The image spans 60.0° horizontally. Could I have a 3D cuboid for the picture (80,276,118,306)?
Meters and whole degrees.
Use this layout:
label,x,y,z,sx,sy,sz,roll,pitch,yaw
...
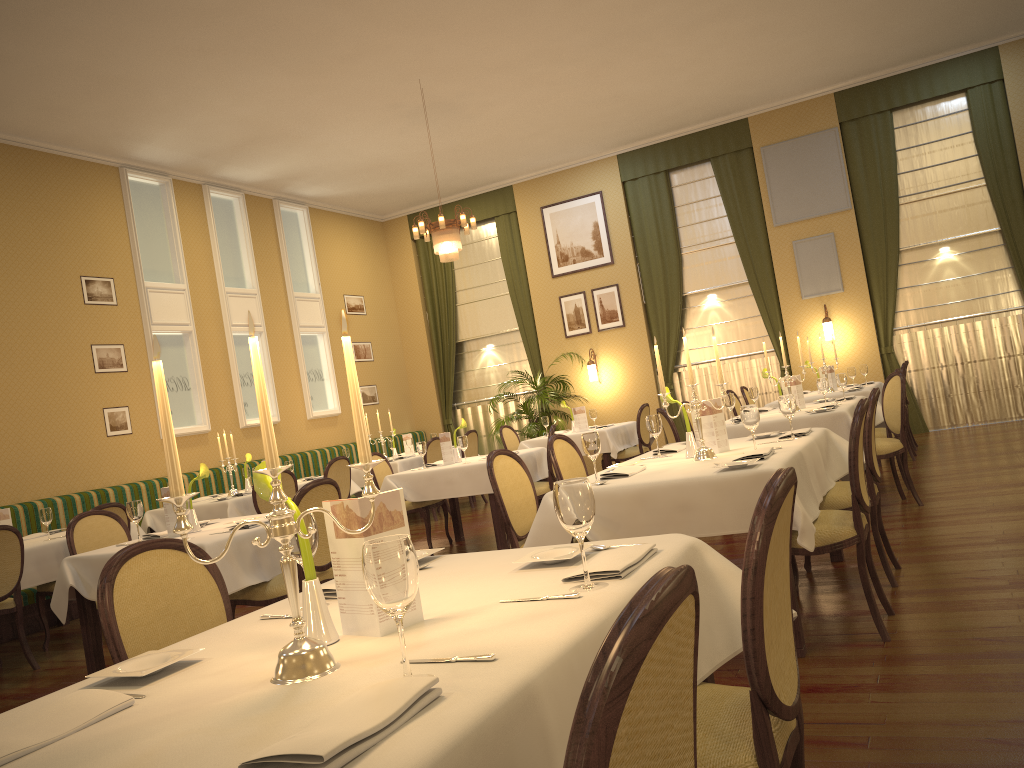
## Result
label,x,y,z,sx,sy,sz,roll,pitch,yaw
picture,-4.246,-0.957,9.125,0.008,0.294,0.401,-10,-2,26

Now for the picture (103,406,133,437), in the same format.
label,x,y,z,sx,sy,sz,roll,pitch,yaw
picture,-4.032,0.381,9.074,0.008,0.294,0.313,-10,-2,26

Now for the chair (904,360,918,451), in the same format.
label,x,y,z,sx,sy,sz,roll,pitch,yaw
chair,4.084,0.260,9.641,0.571,0.955,0.530,-10,-2,26

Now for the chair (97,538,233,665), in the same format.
label,x,y,z,sx,sy,sz,roll,pitch,yaw
chair,-0.721,0.872,2.389,0.571,0.955,0.530,-10,-2,26

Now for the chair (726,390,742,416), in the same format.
label,x,y,z,sx,sy,sz,roll,pitch,yaw
chair,2.672,0.491,9.525,0.571,0.955,0.530,-10,-2,26

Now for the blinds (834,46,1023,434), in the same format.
label,x,y,z,sx,sy,sz,roll,pitch,yaw
blinds,5.260,-1.723,10.810,1.876,4.537,0.129,-10,-2,26

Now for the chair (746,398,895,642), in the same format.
label,x,y,z,sx,sy,sz,roll,pitch,yaw
chair,1.294,0.573,3.772,0.571,0.955,0.530,-10,-2,26

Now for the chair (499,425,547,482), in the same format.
label,x,y,z,sx,sy,sz,roll,pitch,yaw
chair,0.222,0.920,10.425,0.571,0.955,0.530,-10,-2,26

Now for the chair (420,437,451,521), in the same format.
label,x,y,z,sx,sy,sz,roll,pitch,yaw
chair,-1.061,1.134,10.460,0.571,0.955,0.530,-10,-2,26

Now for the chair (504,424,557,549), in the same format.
label,x,y,z,sx,sy,sz,roll,pitch,yaw
chair,0.161,0.854,7.436,0.571,0.955,0.530,-10,-1,6

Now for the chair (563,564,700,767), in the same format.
label,x,y,z,sx,sy,sz,roll,pitch,yaw
chair,-0.001,0.718,1.048,0.571,0.955,0.530,-10,-2,26

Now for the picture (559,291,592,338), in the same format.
label,x,y,z,sx,sy,sz,roll,pitch,yaw
picture,0.915,-1.002,12.852,0.412,0.619,0.022,-10,-2,26

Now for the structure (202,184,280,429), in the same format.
label,x,y,z,sx,sy,sz,roll,pitch,yaw
structure,-3.373,-0.950,10.965,0.200,2.985,0.661,-10,-2,26

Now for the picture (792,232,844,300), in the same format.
label,x,y,z,sx,sy,sz,roll,pitch,yaw
picture,3.927,-1.510,11.387,0.512,0.769,0.027,-10,-2,26

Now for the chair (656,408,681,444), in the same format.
label,x,y,z,sx,sy,sz,roll,pitch,yaw
chair,1.525,0.620,7.137,0.571,0.955,0.530,-9,-1,1

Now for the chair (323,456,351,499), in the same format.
label,x,y,z,sx,sy,sz,roll,pitch,yaw
chair,-1.856,1.223,8.785,0.571,0.955,0.530,-10,-2,26

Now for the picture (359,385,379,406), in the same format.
label,x,y,z,sx,sy,sz,roll,pitch,yaw
picture,-2.111,0.166,13.115,0.008,0.294,0.437,-10,-2,26

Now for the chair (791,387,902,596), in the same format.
label,x,y,z,sx,sy,sz,roll,pitch,yaw
chair,1.655,0.533,4.532,0.571,0.955,0.530,-10,-2,26

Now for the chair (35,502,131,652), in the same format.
label,x,y,z,sx,sy,sz,roll,pitch,yaw
chair,-3.018,1.353,6.340,0.571,0.955,0.530,-10,-2,26

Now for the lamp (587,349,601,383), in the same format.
label,x,y,z,sx,sy,sz,roll,pitch,yaw
lamp,1.148,-0.250,12.611,0.114,0.513,0.323,-10,-1,15

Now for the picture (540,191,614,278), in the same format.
label,x,y,z,sx,sy,sz,roll,pitch,yaw
picture,0.929,-2.146,12.780,0.966,1.057,0.027,-10,-2,26

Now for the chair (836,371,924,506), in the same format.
label,x,y,z,sx,sy,sz,roll,pitch,yaw
chair,2.608,0.423,6.434,0.571,0.955,0.530,-10,-1,6

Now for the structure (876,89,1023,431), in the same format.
label,x,y,z,sx,sy,sz,roll,pitch,yaw
structure,5.306,-1.715,10.920,1.898,4.511,0.137,-10,-2,26

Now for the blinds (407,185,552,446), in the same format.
label,x,y,z,sx,sy,sz,roll,pitch,yaw
blinds,-0.445,-0.707,13.587,1.934,4.537,0.225,-10,-2,25

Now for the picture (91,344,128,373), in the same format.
label,x,y,z,sx,sy,sz,roll,pitch,yaw
picture,-4.131,-0.262,9.107,0.008,0.294,0.401,-10,-2,26

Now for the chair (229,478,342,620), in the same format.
label,x,y,z,sx,sy,sz,roll,pitch,yaw
chair,-1.158,1.002,4.666,0.571,0.955,0.530,-10,-2,26

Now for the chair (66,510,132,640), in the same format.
label,x,y,z,sx,sy,sz,roll,pitch,yaw
chair,-2.239,1.196,5.248,0.571,0.955,0.530,-10,-2,26

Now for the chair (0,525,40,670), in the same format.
label,x,y,z,sx,sy,sz,roll,pitch,yaw
chair,-3.378,1.394,5.586,0.571,0.955,0.530,-10,-2,26

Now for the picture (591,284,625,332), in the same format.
label,x,y,z,sx,sy,sz,roll,pitch,yaw
picture,1.367,-1.082,12.633,0.412,0.619,0.022,-10,-2,26

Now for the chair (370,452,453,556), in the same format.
label,x,y,z,sx,sy,sz,roll,pitch,yaw
chair,-0.934,1.050,8.000,0.571,0.955,0.530,-10,-1,16

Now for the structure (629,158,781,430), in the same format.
label,x,y,z,sx,sy,sz,roll,pitch,yaw
structure,2.714,-1.253,12.177,1.900,4.511,0.134,-10,-2,26

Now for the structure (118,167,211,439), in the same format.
label,x,y,z,sx,sy,sz,roll,pitch,yaw
structure,-3.886,-0.892,9.886,0.200,2.985,0.687,-10,-2,26

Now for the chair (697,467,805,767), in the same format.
label,x,y,z,sx,sy,sz,roll,pitch,yaw
chair,0.360,0.678,1.808,0.571,0.955,0.530,-10,-2,26

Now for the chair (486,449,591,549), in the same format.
label,x,y,z,sx,sy,sz,roll,pitch,yaw
chair,0.243,0.764,4.416,0.571,0.955,0.530,-10,-2,26

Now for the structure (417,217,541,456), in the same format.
label,x,y,z,sx,sy,sz,roll,pitch,yaw
structure,-0.395,-0.699,13.691,1.942,4.511,0.123,-10,-2,26

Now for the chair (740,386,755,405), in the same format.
label,x,y,z,sx,sy,sz,roll,pitch,yaw
chair,3.003,0.454,10.222,0.571,0.955,0.530,-10,-2,26

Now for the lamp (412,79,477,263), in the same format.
label,x,y,z,sx,sy,sz,roll,pitch,yaw
lamp,-0.765,-2.117,8.853,0.593,1.796,0.593,-10,-2,23

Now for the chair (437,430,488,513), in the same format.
label,x,y,z,sx,sy,sz,roll,pitch,yaw
chair,-0.670,1.088,11.206,0.571,0.955,0.530,-10,-2,26

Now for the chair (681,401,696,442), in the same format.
label,x,y,z,sx,sy,sz,roll,pitch,yaw
chair,1.857,0.583,7.811,0.571,0.955,0.530,-10,-2,26

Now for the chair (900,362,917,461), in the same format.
label,x,y,z,sx,sy,sz,roll,pitch,yaw
chair,3.723,0.301,8.881,0.571,0.955,0.530,-10,-2,26

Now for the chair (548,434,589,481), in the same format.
label,x,y,z,sx,sy,sz,roll,pitch,yaw
chair,0.574,0.727,5.113,0.571,0.955,0.530,-10,-2,26

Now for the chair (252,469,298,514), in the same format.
label,x,y,z,sx,sy,sz,roll,pitch,yaw
chair,-2.200,1.261,8.048,0.530,0.955,0.571,-8,-2,-39

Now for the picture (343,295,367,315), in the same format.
label,x,y,z,sx,sy,sz,roll,pitch,yaw
picture,-2.327,-1.173,13.161,0.008,0.294,0.504,-10,-2,26

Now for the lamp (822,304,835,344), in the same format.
label,x,y,z,sx,sy,sz,roll,pitch,yaw
lamp,3.986,-0.756,11.234,0.114,0.513,0.323,-10,-1,15

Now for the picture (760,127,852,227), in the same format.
label,x,y,z,sx,sy,sz,roll,pitch,yaw
picture,3.769,-2.652,11.401,0.966,1.057,0.027,-10,-2,26

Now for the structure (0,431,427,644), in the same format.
label,x,y,z,sx,sy,sz,roll,pitch,yaw
structure,-4.207,1.541,7.366,0.850,1.031,14.516,-10,-2,26

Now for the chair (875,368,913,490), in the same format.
label,x,y,z,sx,sy,sz,roll,pitch,yaw
chair,2.938,0.389,7.229,0.571,0.955,0.530,-10,-2,26

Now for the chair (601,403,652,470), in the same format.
label,x,y,z,sx,sy,sz,roll,pitch,yaw
chair,1.304,0.726,9.844,0.571,0.955,0.530,-10,-2,26

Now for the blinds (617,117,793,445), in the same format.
label,x,y,z,sx,sy,sz,roll,pitch,yaw
blinds,2.667,-1.261,12.067,1.878,4.537,0.129,-10,-2,26

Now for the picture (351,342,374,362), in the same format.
label,x,y,z,sx,sy,sz,roll,pitch,yaw
picture,-2.212,-0.478,13.144,0.008,0.294,0.504,-10,-2,26
